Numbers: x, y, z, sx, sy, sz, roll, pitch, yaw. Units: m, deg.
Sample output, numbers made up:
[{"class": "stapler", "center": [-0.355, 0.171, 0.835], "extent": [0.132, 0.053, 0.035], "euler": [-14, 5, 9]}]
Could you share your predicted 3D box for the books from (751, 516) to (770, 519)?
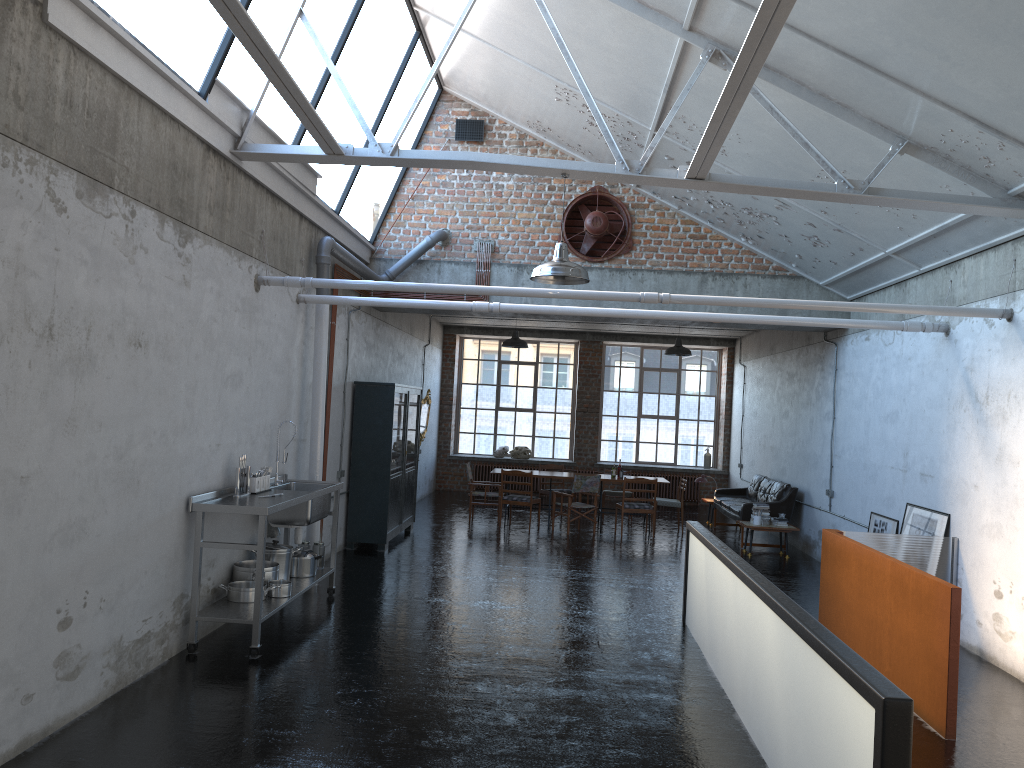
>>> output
[{"class": "books", "center": [3.842, 2.062, 13.706], "extent": [0.255, 0.014, 0.192], "euler": [3, -1, 6]}]

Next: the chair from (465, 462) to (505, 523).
[{"class": "chair", "center": [-0.497, 1.950, 15.939], "extent": [0.713, 1.031, 0.574], "euler": [3, -1, 3]}]

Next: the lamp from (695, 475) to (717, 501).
[{"class": "lamp", "center": [3.761, 1.995, 17.085], "extent": [0.496, 0.492, 0.220], "euler": [3, -1, -5]}]

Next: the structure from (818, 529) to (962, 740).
[{"class": "structure", "center": [3.619, 2.043, 7.338], "extent": [1.272, 1.221, 2.942], "euler": [3, -1, 3]}]

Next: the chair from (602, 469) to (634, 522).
[{"class": "chair", "center": [2.023, 2.139, 17.022], "extent": [0.589, 0.971, 0.577], "euler": [3, -1, 3]}]

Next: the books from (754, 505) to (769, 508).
[{"class": "books", "center": [3.854, 1.889, 13.707], "extent": [0.205, 0.020, 0.155], "euler": [3, -1, 3]}]

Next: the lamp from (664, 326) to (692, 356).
[{"class": "lamp", "center": [3.015, -0.966, 15.993], "extent": [0.502, 0.891, 0.502], "euler": [3, -1, 8]}]

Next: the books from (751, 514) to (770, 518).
[{"class": "books", "center": [3.842, 2.041, 13.708], "extent": [0.245, 0.028, 0.193], "euler": [3, -1, -2]}]

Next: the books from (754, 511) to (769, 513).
[{"class": "books", "center": [3.850, 1.974, 13.704], "extent": [0.205, 0.022, 0.155], "euler": [3, -1, -2]}]

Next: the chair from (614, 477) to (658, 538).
[{"class": "chair", "center": [2.087, 2.073, 14.967], "extent": [0.573, 1.028, 0.509], "euler": [3, -1, -7]}]

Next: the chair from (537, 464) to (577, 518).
[{"class": "chair", "center": [0.864, 2.059, 16.928], "extent": [0.573, 1.028, 0.509], "euler": [4, -2, -32]}]

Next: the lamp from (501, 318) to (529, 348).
[{"class": "lamp", "center": [0.076, -1.115, 16.164], "extent": [0.502, 0.891, 0.502], "euler": [3, -1, 8]}]

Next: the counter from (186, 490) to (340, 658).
[{"class": "counter", "center": [-2.168, 1.583, 8.101], "extent": [0.589, 1.160, 2.374], "euler": [3, -1, 3]}]

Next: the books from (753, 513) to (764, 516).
[{"class": "books", "center": [3.850, 2.016, 13.704], "extent": [0.221, 0.023, 0.147], "euler": [3, -1, 2]}]

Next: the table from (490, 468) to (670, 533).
[{"class": "table", "center": [1.181, 2.091, 15.877], "extent": [3.112, 0.917, 1.067], "euler": [3, -1, 3]}]

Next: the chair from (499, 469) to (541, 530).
[{"class": "chair", "center": [0.148, 1.978, 15.197], "extent": [0.573, 1.028, 0.509], "euler": [2, -2, 23]}]

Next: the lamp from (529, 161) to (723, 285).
[{"class": "lamp", "center": [1.537, -1.752, 9.509], "extent": [0.945, 2.025, 5.320], "euler": [2, -2, 22]}]

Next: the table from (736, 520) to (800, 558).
[{"class": "table", "center": [3.899, 2.383, 13.580], "extent": [0.811, 0.458, 0.649], "euler": [3, -1, 3]}]

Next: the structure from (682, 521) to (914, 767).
[{"class": "structure", "center": [1.629, 1.910, 6.174], "extent": [0.119, 1.221, 5.500], "euler": [3, -1, 3]}]

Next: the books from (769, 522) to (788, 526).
[{"class": "books", "center": [4.096, 2.152, 13.630], "extent": [0.179, 0.034, 0.243], "euler": [3, -2, -14]}]

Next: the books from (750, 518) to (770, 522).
[{"class": "books", "center": [3.829, 2.103, 13.690], "extent": [0.249, 0.023, 0.175], "euler": [3, -1, -1]}]

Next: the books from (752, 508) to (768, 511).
[{"class": "books", "center": [3.839, 1.932, 13.707], "extent": [0.231, 0.023, 0.162], "euler": [2, -2, 19]}]

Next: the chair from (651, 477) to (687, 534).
[{"class": "chair", "center": [2.791, 2.146, 15.757], "extent": [0.577, 0.971, 0.589], "euler": [3, -1, 3]}]

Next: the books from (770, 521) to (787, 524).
[{"class": "books", "center": [4.089, 2.123, 13.636], "extent": [0.166, 0.024, 0.227], "euler": [3, -2, -18]}]

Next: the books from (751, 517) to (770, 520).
[{"class": "books", "center": [3.830, 2.080, 13.691], "extent": [0.249, 0.023, 0.175], "euler": [3, -1, 4]}]

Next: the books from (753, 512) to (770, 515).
[{"class": "books", "center": [3.851, 1.996, 13.710], "extent": [0.224, 0.021, 0.158], "euler": [3, -1, 3]}]

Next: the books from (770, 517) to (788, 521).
[{"class": "books", "center": [4.095, 2.073, 13.633], "extent": [0.225, 0.029, 0.179], "euler": [3, -1, -5]}]

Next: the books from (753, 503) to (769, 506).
[{"class": "books", "center": [3.851, 1.868, 13.717], "extent": [0.201, 0.024, 0.159], "euler": [3, -1, -7]}]

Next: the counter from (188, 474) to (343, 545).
[{"class": "counter", "center": [-2.159, 1.249, 8.110], "extent": [0.625, 0.644, 2.435], "euler": [3, -1, 3]}]

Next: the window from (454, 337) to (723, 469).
[{"class": "window", "center": [5.999, 2.300, 21.551], "extent": [19.864, 12.900, 0.747], "euler": [3, -1, 3]}]

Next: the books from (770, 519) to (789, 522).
[{"class": "books", "center": [4.103, 2.100, 13.638], "extent": [0.243, 0.024, 0.175], "euler": [3, -1, -1]}]

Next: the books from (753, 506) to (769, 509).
[{"class": "books", "center": [3.855, 1.911, 13.717], "extent": [0.209, 0.023, 0.167], "euler": [3, -1, -3]}]

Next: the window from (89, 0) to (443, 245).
[{"class": "window", "center": [-1.763, -3.244, 8.791], "extent": [0.994, 2.404, 8.048], "euler": [3, -1, 3]}]

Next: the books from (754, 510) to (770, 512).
[{"class": "books", "center": [3.846, 1.954, 13.706], "extent": [0.244, 0.019, 0.174], "euler": [3, -1, 3]}]

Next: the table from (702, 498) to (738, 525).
[{"class": "table", "center": [4.098, 2.482, 17.068], "extent": [0.811, 0.458, 0.649], "euler": [3, -1, 3]}]

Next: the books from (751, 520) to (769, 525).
[{"class": "books", "center": [3.825, 2.136, 13.690], "extent": [0.248, 0.043, 0.192], "euler": [3, -1, 3]}]

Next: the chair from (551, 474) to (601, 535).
[{"class": "chair", "center": [1.079, 2.005, 14.893], "extent": [0.574, 1.031, 0.713], "euler": [4, -2, -27]}]
